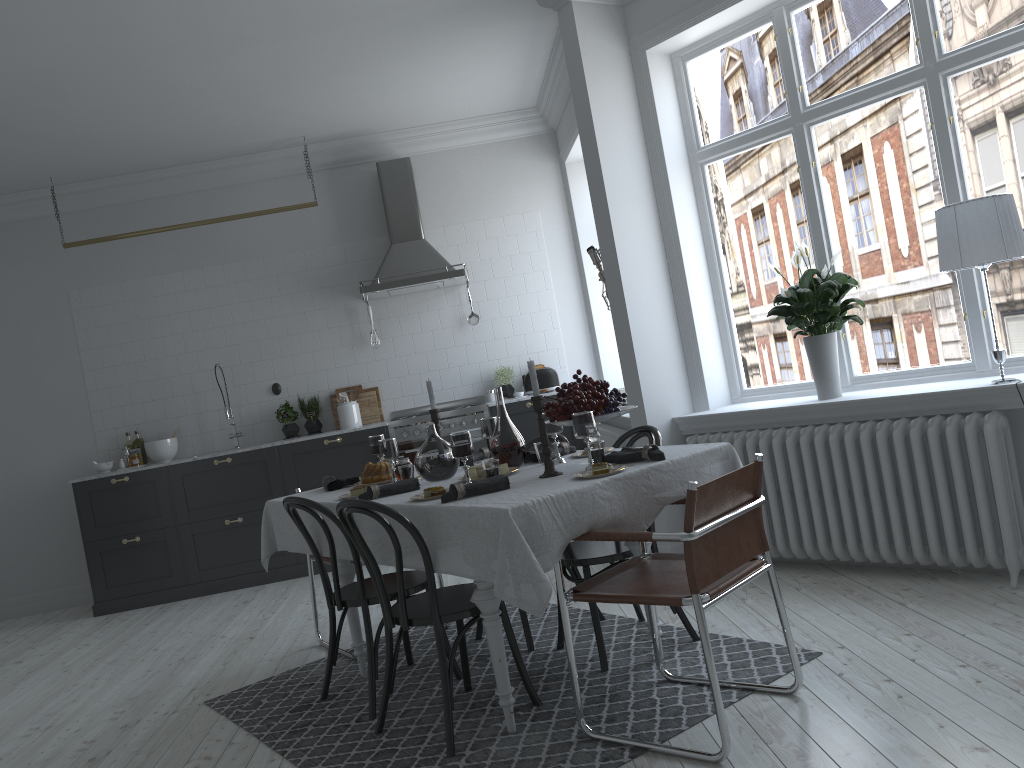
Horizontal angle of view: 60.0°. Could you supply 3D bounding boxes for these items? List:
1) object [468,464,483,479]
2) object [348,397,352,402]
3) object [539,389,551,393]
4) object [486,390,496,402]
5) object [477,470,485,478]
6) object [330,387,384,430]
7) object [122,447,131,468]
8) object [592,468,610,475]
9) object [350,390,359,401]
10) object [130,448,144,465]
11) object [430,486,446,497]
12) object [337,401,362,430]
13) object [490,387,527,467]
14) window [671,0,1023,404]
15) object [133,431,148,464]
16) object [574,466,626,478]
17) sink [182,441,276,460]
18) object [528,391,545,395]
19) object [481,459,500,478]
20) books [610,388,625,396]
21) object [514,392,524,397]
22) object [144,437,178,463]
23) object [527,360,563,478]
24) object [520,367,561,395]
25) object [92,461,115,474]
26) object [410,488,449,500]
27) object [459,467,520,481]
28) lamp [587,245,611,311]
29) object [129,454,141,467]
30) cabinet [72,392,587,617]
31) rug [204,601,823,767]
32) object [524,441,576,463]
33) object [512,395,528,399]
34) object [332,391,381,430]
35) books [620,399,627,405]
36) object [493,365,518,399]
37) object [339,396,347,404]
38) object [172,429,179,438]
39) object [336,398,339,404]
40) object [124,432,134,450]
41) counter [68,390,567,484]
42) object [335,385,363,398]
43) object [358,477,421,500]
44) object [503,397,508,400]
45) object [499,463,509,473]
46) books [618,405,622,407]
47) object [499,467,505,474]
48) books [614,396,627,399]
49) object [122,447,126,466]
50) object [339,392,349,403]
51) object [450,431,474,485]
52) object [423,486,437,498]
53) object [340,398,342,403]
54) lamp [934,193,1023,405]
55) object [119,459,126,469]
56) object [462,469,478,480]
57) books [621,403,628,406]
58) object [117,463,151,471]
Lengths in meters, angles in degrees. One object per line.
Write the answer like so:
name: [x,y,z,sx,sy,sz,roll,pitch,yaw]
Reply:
object: [-0.125,0.356,3.614,0.100,0.056,0.056,-10,1,14]
object: [-1.292,0.221,7.189,0.050,0.247,0.114,-11,1,-38]
object: [0.251,0.056,7.023,0.119,0.031,0.074,-10,1,29]
object: [-0.166,0.097,7.283,0.072,0.095,0.072,-10,1,42]
object: [-0.109,0.361,3.532,0.077,0.040,0.040,-10,1,16]
object: [-1.278,0.200,7.319,0.400,0.290,0.030,-10,1,-3]
object: [-3.055,0.583,7.054,0.059,0.172,0.059,-10,1,28]
object: [0.305,0.302,3.050,0.057,0.021,0.037,-10,1,-3]
object: [-1.288,0.198,7.186,0.131,0.296,0.056,-11,1,-24]
object: [-3.017,0.591,7.126,0.077,0.141,0.044,-10,1,-3]
object: [-0.271,0.395,3.250,0.036,0.039,0.051,-10,1,36]
object: [-1.311,0.250,7.147,0.174,0.208,0.174,-10,1,-8]
object: [-0.031,0.187,3.775,0.152,0.352,0.152,-11,1,-43]
window: [1.781,-1.000,4.326,0.061,2.080,2.079,-11,1,-41]
object: [-3.006,0.517,7.176,0.089,0.282,0.082,-10,1,-3]
object: [0.303,0.307,3.061,0.182,0.013,0.182,-10,1,7]
sink: [-2.193,0.620,6.927,0.669,0.203,0.384,-10,1,-3]
object: [0.213,0.070,6.986,0.209,0.008,0.018,-10,1,32]
object: [-0.073,0.331,3.279,0.066,0.094,0.066,-10,1,-15]
books: [0.866,0.044,6.444,0.259,0.038,0.325,-10,1,-1]
object: [0.060,0.086,6.937,0.072,0.040,0.070,-10,1,-11]
object: [-2.797,0.536,7.092,0.247,0.175,0.247,-10,1,10]
object: [0.106,0.126,3.268,0.089,0.432,0.089,-10,1,19]
object: [0.227,-0.031,7.293,0.326,0.207,0.219,-10,1,2]
object: [-3.229,0.648,7.028,0.159,0.110,0.172,-10,1,-8]
object: [-0.284,0.410,3.276,0.182,0.013,0.182,-10,1,12]
object: [-0.092,0.370,3.591,0.251,0.018,0.251,-10,1,-3]
lamp: [0.625,-0.340,5.123,0.131,0.977,0.312,-11,1,-29]
object: [-2.986,0.607,7.024,0.078,0.101,0.078,-10,1,25]
cabinet: [-1.308,0.891,7.014,3.897,1.012,0.646,-10,1,-3]
rug: [-0.132,1.226,3.702,1.701,0.021,2.166,-11,1,-35]
object: [0.152,0.300,3.900,0.165,0.061,0.247,-10,1,36]
object: [0.065,0.105,6.937,0.126,0.008,0.126,-10,1,23]
object: [-1.276,0.215,7.263,0.360,0.261,0.053,-10,1,-3]
books: [0.870,0.110,6.443,0.259,0.031,0.328,-10,1,-5]
object: [-0.058,-0.018,7.274,0.210,0.283,0.220,-10,1,9]
object: [-1.353,0.227,7.116,0.054,0.262,0.149,-11,1,-28]
object: [-2.746,0.487,7.124,0.042,0.232,0.209,-10,1,37]
object: [-1.346,0.230,7.140,0.117,0.251,0.061,-10,1,27]
object: [-3.087,0.531,7.177,0.066,0.282,0.066,-10,1,-8]
counter: [-1.401,0.383,7.018,3.902,0.020,0.624,-10,1,-3]
object: [-1.316,0.187,7.285,0.220,0.330,0.041,-10,1,-3]
object: [-0.484,0.420,3.579,0.165,0.061,0.247,-10,1,36]
object: [-0.084,0.123,7.198,0.091,0.018,0.062,-10,1,-6]
object: [-0.044,0.346,3.626,0.039,0.040,0.077,-11,1,-24]
books: [0.887,0.145,6.433,0.259,0.044,0.351,-10,1,-1]
object: [-0.064,0.354,3.569,0.040,0.039,0.077,-11,1,-33]
books: [0.877,0.077,6.432,0.287,0.031,0.351,-10,1,-3]
object: [-3.086,0.588,7.111,0.059,0.172,0.059,-10,1,28]
object: [-1.321,0.205,7.156,0.064,0.290,0.141,-11,1,-30]
object: [-0.177,0.289,3.324,0.083,0.215,0.083,-10,1,1]
object: [-0.299,0.400,3.279,0.057,0.037,0.021,-11,1,-22]
object: [-1.325,0.227,7.184,0.118,0.250,0.033,-10,1,-3]
lamp: [2.033,-0.101,3.691,0.335,1.331,0.335,-10,1,-16]
object: [-3.082,0.633,7.008,0.046,0.084,0.046,-11,1,-17]
object: [-0.171,0.360,3.544,0.039,0.040,0.078,-11,1,-29]
books: [0.909,0.122,6.065,0.274,0.016,0.341,-10,1,-2]
object: [-3.021,0.661,7.091,0.180,0.008,0.272,-10,1,-3]
